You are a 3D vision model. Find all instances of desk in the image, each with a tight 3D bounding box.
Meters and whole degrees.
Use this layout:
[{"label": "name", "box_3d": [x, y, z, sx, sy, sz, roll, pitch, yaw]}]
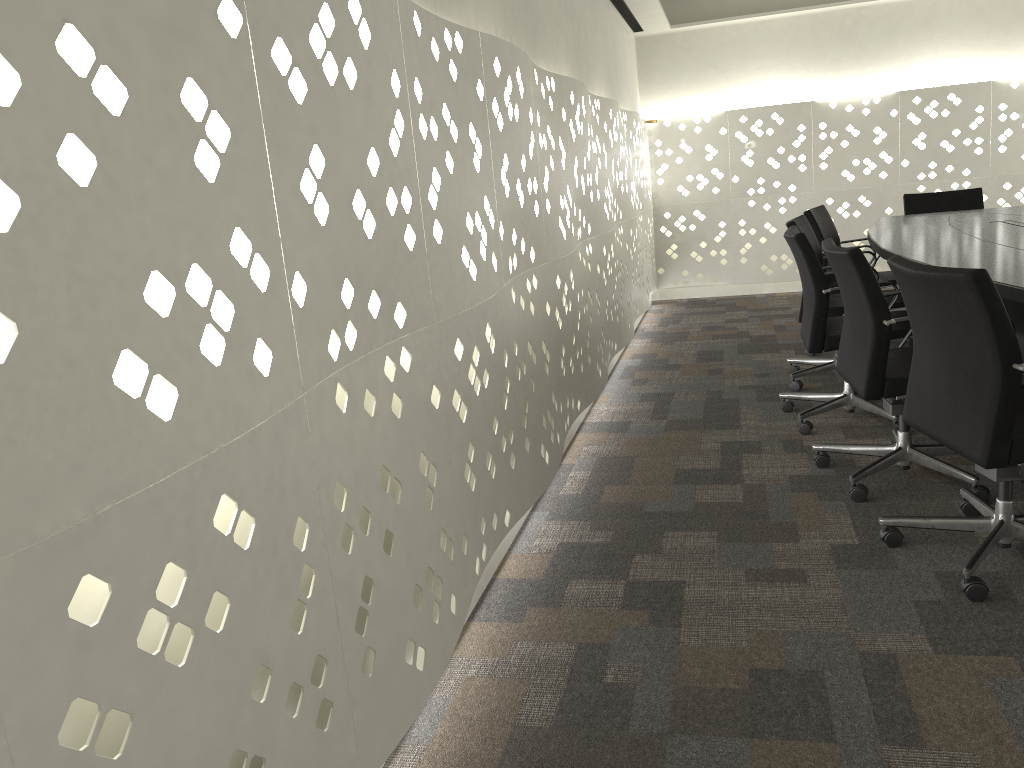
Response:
[{"label": "desk", "box_3d": [2.030, -0.224, 3.296, 1.223, 0.658, 3.364, -2, 13, 14]}]

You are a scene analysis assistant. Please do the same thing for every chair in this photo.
[{"label": "chair", "box_3d": [2.465, -0.692, 4.960, 0.559, 0.757, 0.579, -1, 13, 19]}, {"label": "chair", "box_3d": [1.818, -0.562, 4.668, 0.579, 0.757, 0.559, 3, 15, 33]}, {"label": "chair", "box_3d": [1.239, -0.078, 2.758, 0.579, 0.757, 0.559, -2, 13, 14]}, {"label": "chair", "box_3d": [1.516, -0.387, 4.018, 0.579, 0.757, 0.559, 1, 14, 29]}, {"label": "chair", "box_3d": [1.323, -0.236, 3.429, 0.579, 0.757, 0.559, -1, 13, 19]}, {"label": "chair", "box_3d": [1.219, 0.058, 2.158, 0.579, 0.757, 0.559, -5, 13, 4]}]
